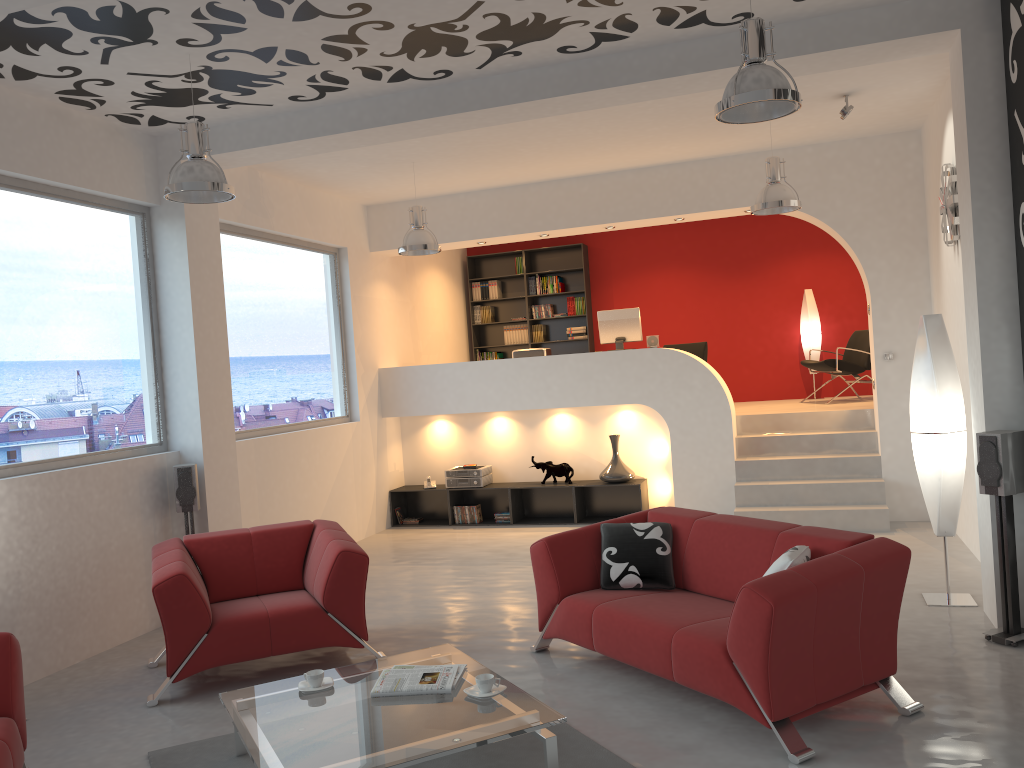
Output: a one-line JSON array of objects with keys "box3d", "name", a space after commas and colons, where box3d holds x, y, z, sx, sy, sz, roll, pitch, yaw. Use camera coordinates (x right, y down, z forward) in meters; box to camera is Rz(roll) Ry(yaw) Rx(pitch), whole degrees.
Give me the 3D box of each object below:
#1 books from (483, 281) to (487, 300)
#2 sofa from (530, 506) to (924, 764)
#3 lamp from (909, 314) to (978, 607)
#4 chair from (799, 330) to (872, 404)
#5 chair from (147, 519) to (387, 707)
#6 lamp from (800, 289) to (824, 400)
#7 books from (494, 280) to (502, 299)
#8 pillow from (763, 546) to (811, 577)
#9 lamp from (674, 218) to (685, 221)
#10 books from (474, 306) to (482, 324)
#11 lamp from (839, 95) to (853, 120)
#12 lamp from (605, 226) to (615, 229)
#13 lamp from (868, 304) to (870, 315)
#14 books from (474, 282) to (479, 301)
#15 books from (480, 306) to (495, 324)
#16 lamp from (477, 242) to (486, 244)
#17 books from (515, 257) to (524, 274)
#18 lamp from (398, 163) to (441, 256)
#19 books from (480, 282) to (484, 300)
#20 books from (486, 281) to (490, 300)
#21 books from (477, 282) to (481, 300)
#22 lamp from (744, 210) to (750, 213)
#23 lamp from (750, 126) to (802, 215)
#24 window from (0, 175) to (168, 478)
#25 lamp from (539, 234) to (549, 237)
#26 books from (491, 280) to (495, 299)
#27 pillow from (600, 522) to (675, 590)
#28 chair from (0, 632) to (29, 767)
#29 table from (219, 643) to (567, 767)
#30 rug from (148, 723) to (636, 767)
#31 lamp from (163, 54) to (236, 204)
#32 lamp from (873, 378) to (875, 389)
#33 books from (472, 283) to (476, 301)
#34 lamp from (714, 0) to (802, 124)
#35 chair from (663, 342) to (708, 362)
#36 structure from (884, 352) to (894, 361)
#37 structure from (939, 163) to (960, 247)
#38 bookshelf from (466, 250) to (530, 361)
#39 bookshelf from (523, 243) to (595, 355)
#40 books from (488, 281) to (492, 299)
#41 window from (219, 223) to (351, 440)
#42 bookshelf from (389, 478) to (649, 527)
[{"box3d": [-0.344, -1.280, 12.255, 0.040, 0.260, 0.200, -4, 1, 18], "name": "books"}, {"box3d": [0.953, 1.117, 4.502, 0.951, 0.738, 1.929, -5, 1, -32], "name": "sofa"}, {"box3d": [2.657, 0.458, 5.506, 0.313, 1.779, 0.313, -4, 1, 26], "name": "lamp"}, {"box3d": [3.742, -0.202, 10.061, 0.768, 0.795, 0.664, -4, 1, -7], "name": "chair"}, {"box3d": [-1.492, 1.277, 5.251, 1.288, 0.738, 0.951, -4, 1, -22], "name": "chair"}, {"box3d": [3.681, -0.487, 10.893, 0.237, 1.349, 0.237, -4, 1, 26], "name": "lamp"}, {"box3d": [-0.190, -1.290, 12.204, 0.040, 0.260, 0.200, -4, 1, 18], "name": "books"}, {"box3d": [1.213, 0.928, 4.062, 0.288, 0.343, 0.402, -4, 1, 26], "name": "pillow"}, {"box3d": [1.665, -1.636, 8.823, 0.105, 0.011, 0.105, -4, 1, 7], "name": "lamp"}, {"box3d": [-0.450, -0.954, 12.315, 0.090, 0.256, 0.181, -4, 1, 18], "name": "books"}, {"box3d": [2.516, -2.080, 6.668, 0.118, 0.176, 0.112, -5, 1, -29], "name": "lamp"}, {"box3d": [1.001, -1.592, 9.042, 0.105, 0.011, 0.105, -4, 1, 7], "name": "lamp"}, {"box3d": [3.345, -0.698, 8.312, 0.011, 0.105, 0.105, -4, 1, 18], "name": "lamp"}, {"box3d": [-0.459, -1.272, 12.293, 0.040, 0.260, 0.200, -4, 1, 18], "name": "books"}, {"box3d": [-0.336, -0.954, 12.277, 0.146, 0.240, 0.170, -4, 1, 18], "name": "books"}, {"box3d": [-0.326, -1.506, 9.478, 0.105, 0.011, 0.105, -4, 1, 7], "name": "lamp"}, {"box3d": [0.138, -1.603, 12.097, 0.146, 0.240, 0.170, -4, 1, 18], "name": "books"}, {"box3d": [-0.839, -1.553, 7.795, 0.379, 0.800, 0.379, -4, 1, -11], "name": "lamp"}, {"box3d": [-0.383, -1.277, 12.268, 0.040, 0.260, 0.200, -4, 1, 18], "name": "books"}, {"box3d": [-0.306, -1.282, 12.242, 0.040, 0.260, 0.200, -4, 1, 18], "name": "books"}, {"box3d": [-0.421, -1.275, 12.280, 0.040, 0.260, 0.200, -4, 1, 18], "name": "books"}, {"box3d": [2.310, -1.678, 8.611, 0.105, 0.011, 0.105, -4, 1, 7], "name": "lamp"}, {"box3d": [2.014, -1.739, 6.856, 0.379, 0.800, 0.379, -4, 1, -11], "name": "lamp"}, {"box3d": [-3.016, -0.353, 5.401, 0.100, 1.800, 2.400, -4, 1, 18], "name": "window"}, {"box3d": [0.338, -1.549, 9.260, 0.105, 0.011, 0.105, -4, 1, 7], "name": "lamp"}, {"box3d": [-0.228, -1.287, 12.217, 0.040, 0.260, 0.200, -4, 1, 18], "name": "books"}, {"box3d": [0.692, 0.951, 4.912, 0.402, 0.343, 0.288, -4, 1, 11], "name": "pillow"}, {"box3d": [-2.310, 1.369, 3.144, 0.951, 0.738, 1.288, -4, 1, -22], "name": "chair"}, {"box3d": [-0.530, 1.455, 3.632, 1.097, 0.286, 1.162, -5, 1, -27], "name": "table"}, {"box3d": [-0.509, 1.599, 3.639, 1.700, 0.025, 1.700, -5, 1, -27], "name": "rug"}, {"box3d": [-1.769, -1.442, 4.945, 0.379, 0.800, 0.379, -5, 1, -43], "name": "lamp"}, {"box3d": [3.394, -0.001, 8.323, 0.011, 0.105, 0.105, -4, 1, 18], "name": "lamp"}, {"box3d": [-0.498, -1.270, 12.306, 0.040, 0.260, 0.200, -4, 1, 18], "name": "books"}, {"box3d": [1.084, -1.628, 4.006, 0.379, 0.800, 0.379, -4, 1, 11], "name": "lamp"}, {"box3d": [1.932, -0.083, 10.595, 0.664, 0.795, 0.768, -3, 1, 38], "name": "chair"}, {"box3d": [3.415, -0.248, 8.034, 0.080, 0.080, 0.016, -4, 1, 18], "name": "structure"}, {"box3d": [3.188, -1.306, 6.480, 0.090, 0.596, 0.596, -4, 1, 18], "name": "structure"}, {"box3d": [-0.114, -0.673, 12.169, 0.816, 2.213, 0.305, -4, 1, 18], "name": "bookshelf"}, {"box3d": [0.660, -0.724, 11.915, 0.816, 2.213, 0.305, -4, 1, 18], "name": "bookshelf"}, {"box3d": [-0.267, -1.285, 12.230, 0.040, 0.260, 0.200, -4, 1, 18], "name": "books"}, {"box3d": [-2.148, -0.457, 8.061, 0.100, 1.800, 2.400, -4, 1, 18], "name": "window"}, {"box3d": [0.046, 1.272, 9.452, 2.764, 0.397, 0.405, -4, 1, 18], "name": "bookshelf"}]
